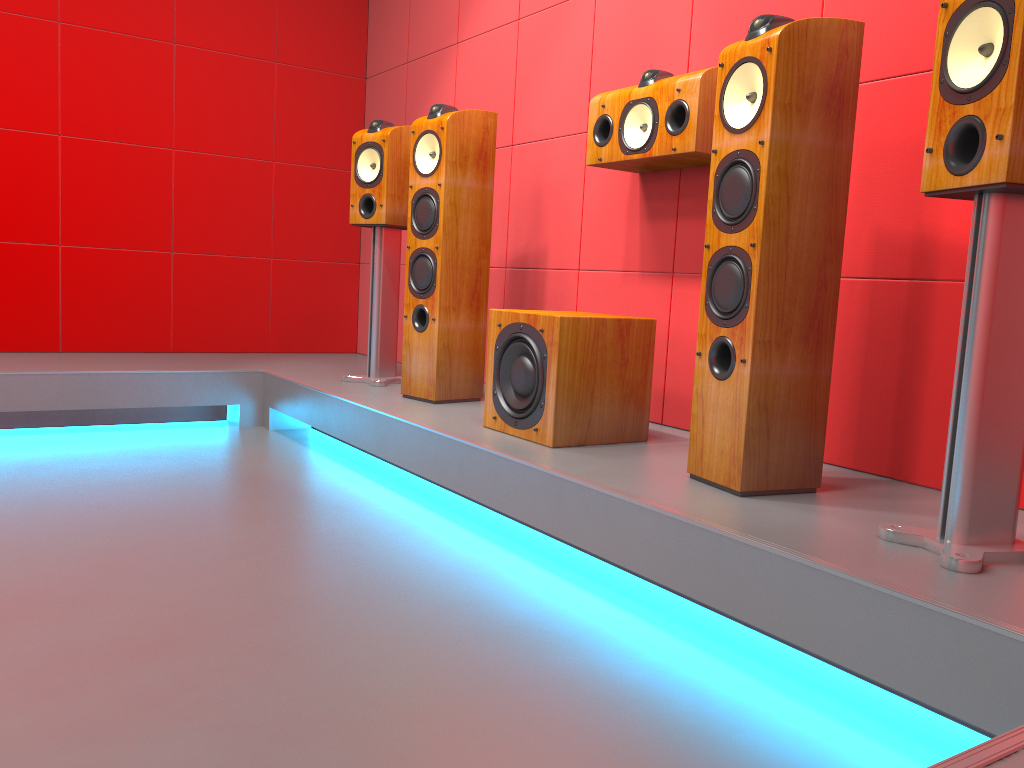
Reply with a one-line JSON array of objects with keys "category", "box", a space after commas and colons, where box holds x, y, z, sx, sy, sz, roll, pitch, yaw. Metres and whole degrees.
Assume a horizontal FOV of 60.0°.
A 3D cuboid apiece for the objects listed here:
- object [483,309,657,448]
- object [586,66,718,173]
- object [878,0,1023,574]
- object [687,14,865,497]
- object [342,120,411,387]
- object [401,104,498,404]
[{"category": "object", "box": [0.161, -0.029, 2.631, 0.360, 0.360, 0.360, -1, 8, -33]}, {"category": "object", "box": [0.474, -0.814, 2.721, 0.235, 0.271, 0.493, -1, 8, -33]}, {"category": "object", "box": [0.871, -0.219, 1.556, 0.265, 1.058, 0.231, 2, 7, -14]}, {"category": "object", "box": [0.588, -0.285, 2.023, 0.238, 1.052, 0.203, 0, 7, -24]}, {"category": "object", "box": [-0.518, -0.533, 3.648, 0.231, 1.058, 0.265, 8, 8, 36]}, {"category": "object", "box": [-0.235, -0.466, 3.222, 0.238, 1.052, 0.203, -3, 9, -43]}]
